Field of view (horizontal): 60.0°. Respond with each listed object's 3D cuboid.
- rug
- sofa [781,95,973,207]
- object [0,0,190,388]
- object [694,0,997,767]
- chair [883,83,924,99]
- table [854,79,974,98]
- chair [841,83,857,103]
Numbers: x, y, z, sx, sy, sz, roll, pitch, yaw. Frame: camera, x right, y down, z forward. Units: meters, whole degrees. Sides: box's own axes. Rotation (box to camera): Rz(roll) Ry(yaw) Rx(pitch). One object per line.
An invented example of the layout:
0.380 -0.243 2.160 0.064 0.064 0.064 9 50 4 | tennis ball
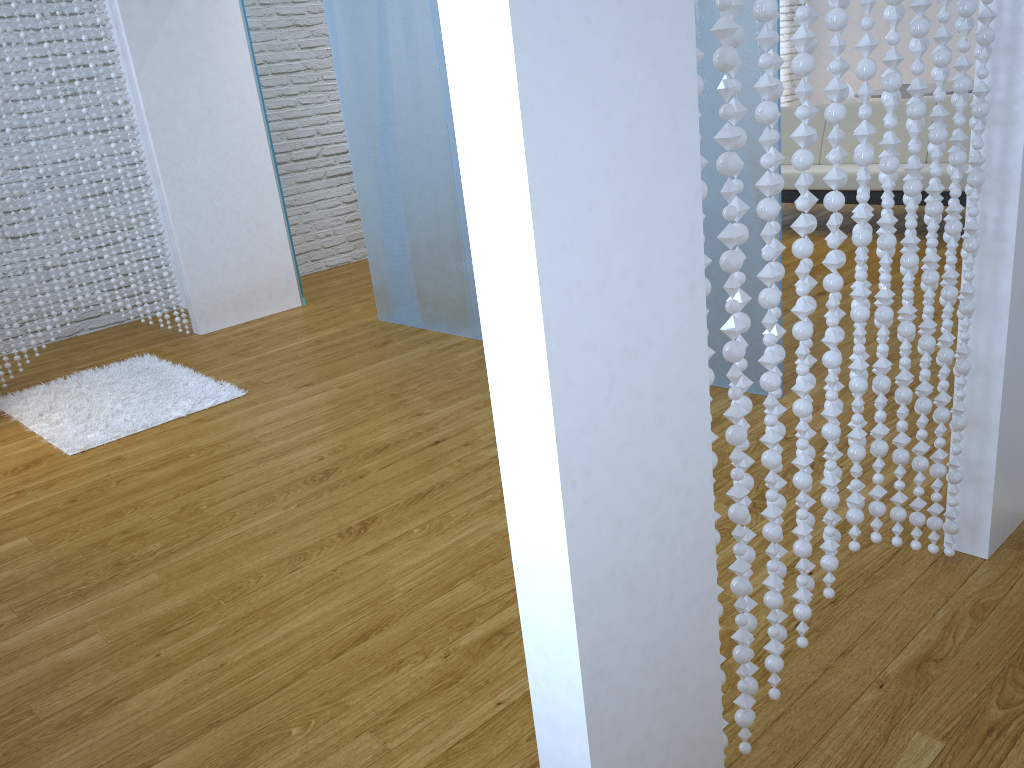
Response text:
-1.671 0.043 3.708 0.751 0.048 1.091 -23 25 -39 | rug
1.527 -1.063 4.768 9.662 0.686 5.315 -23 25 -38 | sofa
-2.115 -1.066 3.967 0.917 2.037 0.050 -24 26 -38 | object
0.504 -0.440 1.263 0.917 2.037 0.050 -24 26 -38 | object
2.788 -1.918 6.151 0.417 0.355 0.404 -22 25 -35 | chair
3.345 -1.785 6.221 1.064 0.629 1.902 -24 26 -39 | table
2.692 -2.137 6.805 0.403 0.355 0.417 -23 25 -36 | chair
